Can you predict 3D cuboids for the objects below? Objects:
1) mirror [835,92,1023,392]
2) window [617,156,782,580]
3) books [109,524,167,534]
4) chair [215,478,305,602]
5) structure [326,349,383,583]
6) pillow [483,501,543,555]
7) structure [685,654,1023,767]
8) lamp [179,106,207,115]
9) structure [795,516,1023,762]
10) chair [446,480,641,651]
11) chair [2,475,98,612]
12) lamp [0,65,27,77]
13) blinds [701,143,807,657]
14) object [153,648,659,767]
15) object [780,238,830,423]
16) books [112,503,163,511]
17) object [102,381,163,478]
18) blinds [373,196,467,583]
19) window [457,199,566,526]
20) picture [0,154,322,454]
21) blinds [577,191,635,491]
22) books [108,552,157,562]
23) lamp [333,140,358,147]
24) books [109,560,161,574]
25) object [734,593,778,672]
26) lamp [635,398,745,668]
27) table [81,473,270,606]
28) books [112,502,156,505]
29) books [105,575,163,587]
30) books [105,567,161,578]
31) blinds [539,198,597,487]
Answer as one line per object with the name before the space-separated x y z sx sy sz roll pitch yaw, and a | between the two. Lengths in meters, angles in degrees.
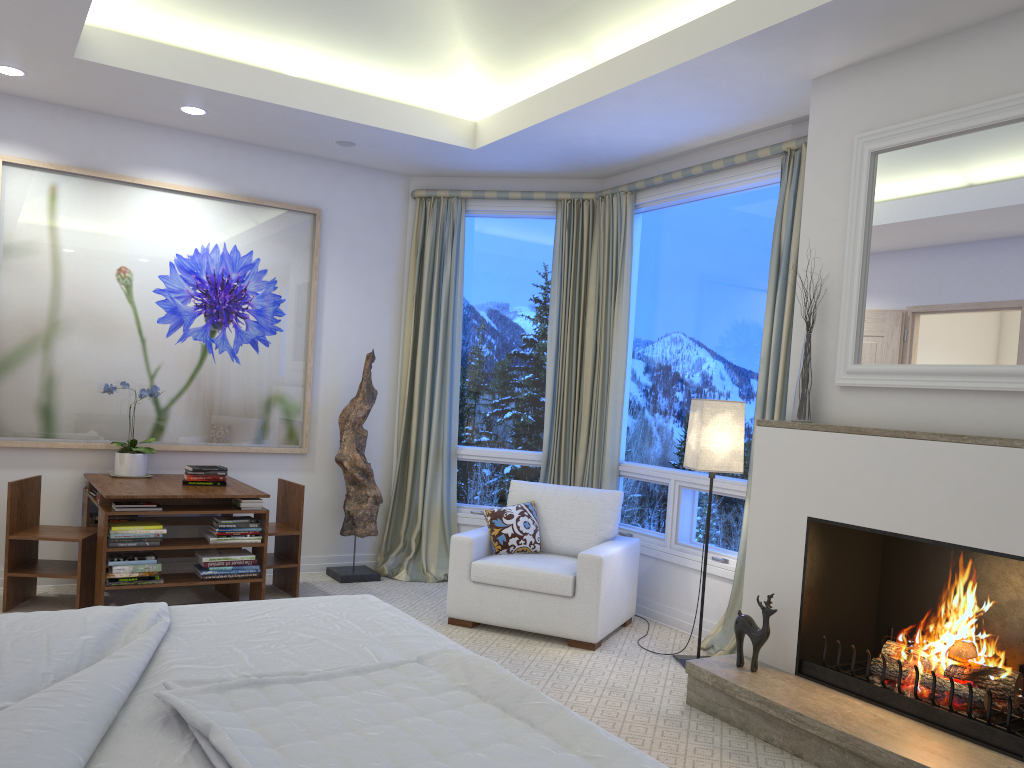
mirror | 1.479 -0.453 2.985 0.039 0.942 0.838 2 2 -31
window | 1.014 -0.061 4.663 0.206 2.031 1.509 2 2 -31
books | -1.748 0.676 4.133 0.240 0.019 0.172 4 -1 -26
chair | -1.366 0.833 4.788 0.340 0.611 0.339 3 2 -36
structure | -0.921 0.479 5.332 0.305 1.396 0.263 2 3 -31
pillow | 0.008 0.745 4.605 0.285 0.272 0.187 3 1 -22
structure | 1.162 1.196 2.927 0.329 0.172 1.451 4 -1 -31
lamp | -1.619 -1.382 4.497 0.137 0.014 0.137 3 -1 30
structure | 1.528 0.832 3.120 0.476 0.616 0.872 3 1 -31
chair | 0.180 0.884 4.555 0.805 0.708 0.688 4 1 23
chair | -2.205 0.771 4.300 0.340 0.611 0.339 4 2 -6
lamp | -2.311 -1.433 4.072 0.137 0.014 0.137 3 -1 30
blinds | 1.171 0.108 3.980 0.228 2.373 0.658 3 2 -27
object | -0.183 0.815 1.571 0.719 0.467 0.911 4 0 -35
object | 1.126 -0.199 3.402 0.189 0.694 0.192 4 2 -3
books | -1.741 0.572 4.114 0.201 0.015 0.139 4 -1 -31
object | -2.031 0.240 4.703 0.305 0.505 0.215 3 2 -32
blinds | -0.555 0.010 5.455 0.642 2.379 0.294 4 2 10
window | 1.472 -0.052 3.015 0.815 2.029 6.829 3 0 -31
picture | -1.905 -0.364 4.878 1.682 1.463 0.030 3 2 -31
blinds | 0.453 0.077 5.155 0.267 2.373 0.523 2 3 -38
books | -1.758 0.800 4.102 0.198 0.017 0.113 4 -1 -31
lamp | -0.925 -1.331 4.923 0.137 0.014 0.137 3 -1 30
books | -1.750 0.843 4.109 0.208 0.036 0.144 4 -1 -31
object | 0.927 0.947 3.380 0.096 0.308 0.179 2 3 -45
lamp | 0.669 0.667 4.617 0.276 1.208 1.526 3 1 -19
table | -1.753 0.809 4.543 0.741 0.601 0.898 3 0 -31
books | -1.754 0.559 4.113 0.177 0.009 0.113 4 -1 -31
books | -1.764 0.908 4.118 0.243 0.019 0.168 4 -1 -31
books | -1.763 0.869 4.104 0.233 0.023 0.141 4 -1 -31
blinds | 0.316 0.068 5.290 0.524 2.376 0.269 4 2 12
